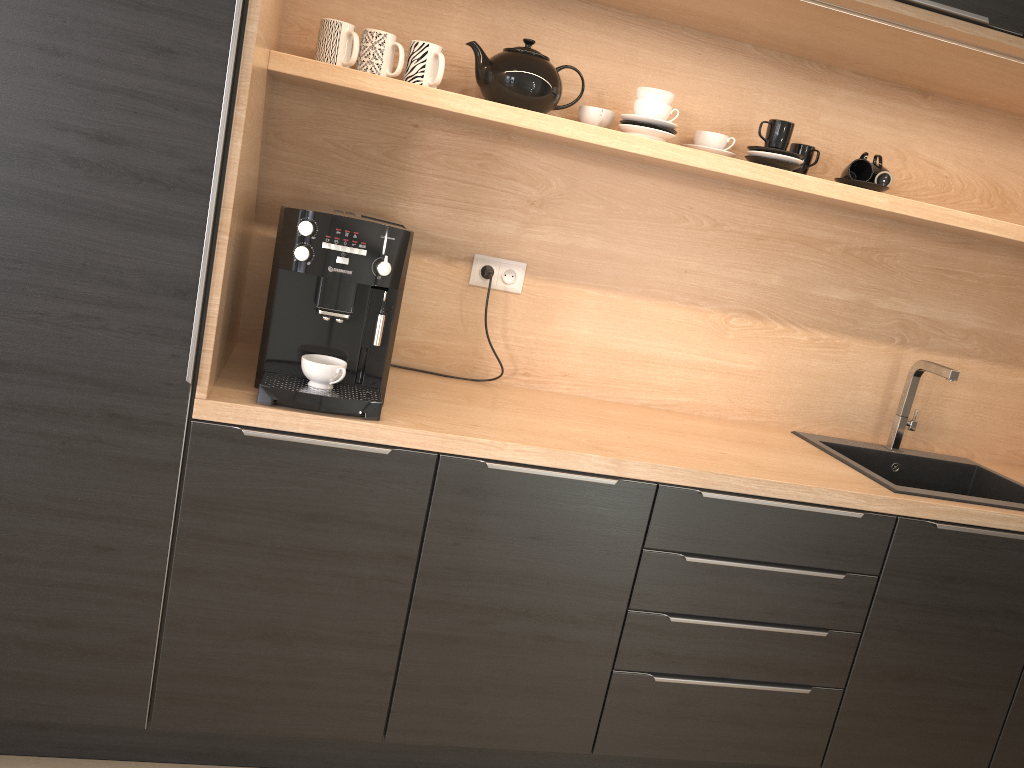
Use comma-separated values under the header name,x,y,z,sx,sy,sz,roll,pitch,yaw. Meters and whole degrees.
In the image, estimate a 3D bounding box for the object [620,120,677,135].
name,x,y,z,sx,sy,sz,roll,pitch,yaw
object,0.337,-0.629,2.207,0.145,0.025,0.145,6,13,-27

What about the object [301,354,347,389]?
name,x,y,z,sx,sy,sz,roll,pitch,yaw
object,-0.400,-0.023,1.872,0.095,0.057,0.099,10,12,-11

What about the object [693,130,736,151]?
name,x,y,z,sx,sy,sz,roll,pitch,yaw
object,0.525,-0.635,2.354,0.095,0.057,0.099,8,12,-16

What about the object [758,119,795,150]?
name,x,y,z,sx,sy,sz,roll,pitch,yaw
object,0.682,-0.633,2.294,0.084,0.092,0.066,1,16,-44

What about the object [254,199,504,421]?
name,x,y,z,sx,sy,sz,roll,pitch,yaw
object,-0.248,-0.170,2.077,0.618,0.398,0.584,9,12,-13

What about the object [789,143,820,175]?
name,x,y,z,sx,sy,sz,roll,pitch,yaw
object,0.783,-0.601,2.409,0.066,0.092,0.084,10,11,-7

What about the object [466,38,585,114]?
name,x,y,z,sx,sy,sz,roll,pitch,yaw
object,0.030,-0.746,2.151,0.240,0.171,0.213,16,12,22

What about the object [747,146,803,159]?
name,x,y,z,sx,sy,sz,roll,pitch,yaw
object,0.680,-0.591,2.304,0.145,0.025,0.145,12,11,0

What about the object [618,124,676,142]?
name,x,y,z,sx,sy,sz,roll,pitch,yaw
object,0.333,-0.618,2.207,0.145,0.025,0.145,6,13,-27

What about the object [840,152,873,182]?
name,x,y,z,sx,sy,sz,roll,pitch,yaw
object,0.927,-0.578,2.388,0.066,0.093,0.100,12,11,1

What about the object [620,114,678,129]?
name,x,y,z,sx,sy,sz,roll,pitch,yaw
object,0.338,-0.642,2.202,0.145,0.025,0.145,6,13,-27

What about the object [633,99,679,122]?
name,x,y,z,sx,sy,sz,roll,pitch,yaw
object,0.345,-0.666,2.200,0.099,0.057,0.095,2,15,-40

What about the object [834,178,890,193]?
name,x,y,z,sx,sy,sz,roll,pitch,yaw
object,0.943,-0.531,2.399,0.145,0.025,0.145,9,12,-11

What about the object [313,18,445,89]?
name,x,y,z,sx,sy,sz,roll,pitch,yaw
object,-0.308,-0.765,2.072,0.297,0.105,0.112,9,12,-12

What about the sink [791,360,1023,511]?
name,x,y,z,sx,sy,sz,roll,pitch,yaw
sink,1.186,0.221,2.464,0.626,0.518,0.512,9,12,-13

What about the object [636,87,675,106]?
name,x,y,z,sx,sy,sz,roll,pitch,yaw
object,0.349,-0.698,2.191,0.095,0.075,0.098,11,11,-2

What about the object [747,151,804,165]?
name,x,y,z,sx,sy,sz,roll,pitch,yaw
object,0.681,-0.579,2.306,0.145,0.025,0.145,12,11,0

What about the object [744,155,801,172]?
name,x,y,z,sx,sy,sz,roll,pitch,yaw
object,0.676,-0.568,2.309,0.145,0.025,0.145,12,11,0

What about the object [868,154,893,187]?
name,x,y,z,sx,sy,sz,roll,pitch,yaw
object,0.990,-0.572,2.394,0.066,0.093,0.100,11,11,-4

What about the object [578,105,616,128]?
name,x,y,z,sx,sy,sz,roll,pitch,yaw
object,0.214,-0.672,2.266,0.099,0.057,0.095,19,14,33

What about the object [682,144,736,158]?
name,x,y,z,sx,sy,sz,roll,pitch,yaw
object,0.521,-0.610,2.358,0.145,0.025,0.145,12,11,0
